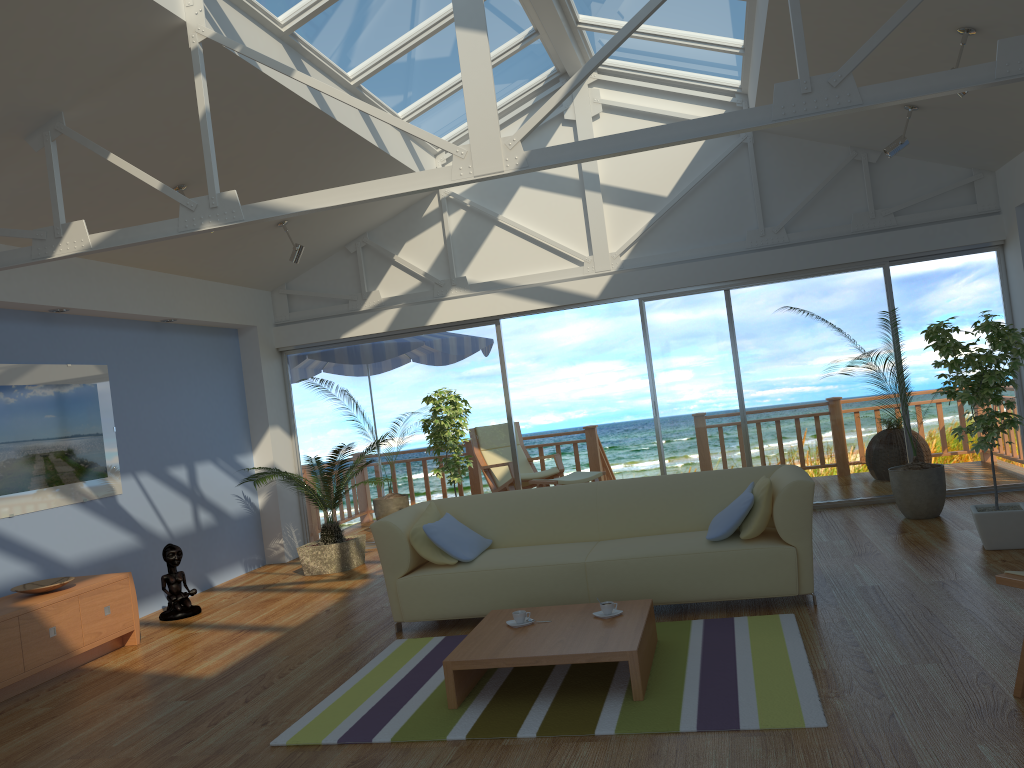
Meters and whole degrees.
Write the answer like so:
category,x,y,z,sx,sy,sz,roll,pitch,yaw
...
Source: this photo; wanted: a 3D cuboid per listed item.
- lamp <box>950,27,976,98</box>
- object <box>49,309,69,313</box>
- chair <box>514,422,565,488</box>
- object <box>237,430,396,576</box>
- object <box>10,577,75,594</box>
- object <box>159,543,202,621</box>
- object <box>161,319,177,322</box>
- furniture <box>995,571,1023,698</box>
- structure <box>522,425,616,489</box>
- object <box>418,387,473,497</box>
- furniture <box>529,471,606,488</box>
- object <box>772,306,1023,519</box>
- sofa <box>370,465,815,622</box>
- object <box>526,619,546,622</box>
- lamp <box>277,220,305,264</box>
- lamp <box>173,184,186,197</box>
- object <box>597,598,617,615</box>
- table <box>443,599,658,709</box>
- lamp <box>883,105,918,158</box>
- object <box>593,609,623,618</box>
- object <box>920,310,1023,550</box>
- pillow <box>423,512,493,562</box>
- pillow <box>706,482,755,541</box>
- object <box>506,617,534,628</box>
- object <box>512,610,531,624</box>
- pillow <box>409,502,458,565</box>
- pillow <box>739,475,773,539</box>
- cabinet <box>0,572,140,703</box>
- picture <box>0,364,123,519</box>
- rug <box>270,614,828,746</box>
category,x,y,z,sx,sy,sz,roll,pitch,yaw
lamp,2.390,-1.709,4.735,0.195,0.351,0.127,-8,-1,31
object,-3.006,-0.505,5.884,0.122,0.050,0.122,-7,-1,-4
chair,0.058,0.900,9.402,0.632,0.982,0.859,-7,-1,-32
object,-1.630,1.028,7.518,1.413,1.093,1.488,-7,-1,-4
object,-2.750,1.196,5.206,0.337,0.053,0.337,-7,-1,14
object,-2.395,1.397,6.332,0.291,0.517,0.292,-6,-1,-41
object,-2.731,-0.522,7.052,0.122,0.050,0.122,-7,-1,-4
furniture,2.067,0.826,2.972,0.619,0.427,0.449,-7,-1,-17
structure,1.595,1.267,9.904,6.950,2.064,4.086,-7,-1,13
object,-0.491,0.725,7.561,0.495,1.409,0.699,-7,-1,-14
furniture,0.561,1.103,8.634,0.619,0.427,0.449,-7,-1,-32
object,2.950,0.128,6.429,1.706,1.695,1.563,-7,-1,4
sofa,0.489,0.913,5.176,2.448,0.597,0.950,-7,-1,13
object,0.122,1.079,4.049,0.119,0.021,0.025,-7,-1,4
lamp,-1.776,-1.144,7.160,0.194,0.353,0.125,-7,-1,-4
lamp,-2.069,-1.141,5.796,0.254,0.327,0.118,-7,-1,-4
object,0.440,1.006,4.034,0.086,0.077,0.062,-7,-1,-17
table,0.204,1.178,3.927,0.800,0.198,0.800,-7,-1,13
lamp,2.681,-1.737,6.109,0.254,0.327,0.118,-8,-1,31
object,0.436,1.045,4.030,0.118,0.016,0.118,-7,-1,-32
object,2.830,0.269,5.263,0.699,1.409,0.495,-7,-1,-34
pillow,-0.308,0.897,5.229,0.272,0.244,0.566,-7,-1,11
pillow,1.204,0.700,4.868,0.272,0.244,0.566,-7,-1,16
object,0.038,1.096,4.069,0.118,0.016,0.118,-7,-1,-21
object,0.041,1.071,4.074,0.078,0.049,0.062,-6,-1,-41
pillow,-0.407,0.872,5.244,0.275,0.312,0.571,-7,-1,11
pillow,1.317,0.648,4.829,0.201,0.311,0.559,-7,-1,13
cabinet,-2.829,1.452,4.747,0.500,0.468,1.911,-7,-1,13
picture,-3.034,0.337,5.718,0.005,0.937,1.419,-7,-1,13
rug,0.219,1.285,3.940,2.100,0.018,1.400,-7,-1,13
